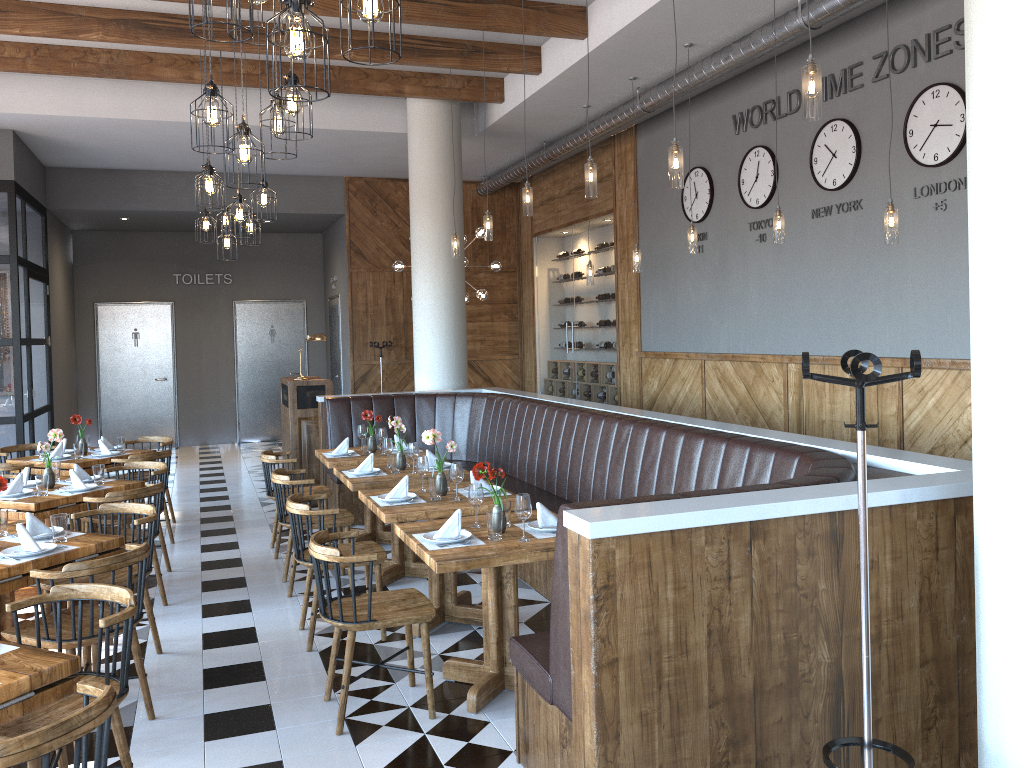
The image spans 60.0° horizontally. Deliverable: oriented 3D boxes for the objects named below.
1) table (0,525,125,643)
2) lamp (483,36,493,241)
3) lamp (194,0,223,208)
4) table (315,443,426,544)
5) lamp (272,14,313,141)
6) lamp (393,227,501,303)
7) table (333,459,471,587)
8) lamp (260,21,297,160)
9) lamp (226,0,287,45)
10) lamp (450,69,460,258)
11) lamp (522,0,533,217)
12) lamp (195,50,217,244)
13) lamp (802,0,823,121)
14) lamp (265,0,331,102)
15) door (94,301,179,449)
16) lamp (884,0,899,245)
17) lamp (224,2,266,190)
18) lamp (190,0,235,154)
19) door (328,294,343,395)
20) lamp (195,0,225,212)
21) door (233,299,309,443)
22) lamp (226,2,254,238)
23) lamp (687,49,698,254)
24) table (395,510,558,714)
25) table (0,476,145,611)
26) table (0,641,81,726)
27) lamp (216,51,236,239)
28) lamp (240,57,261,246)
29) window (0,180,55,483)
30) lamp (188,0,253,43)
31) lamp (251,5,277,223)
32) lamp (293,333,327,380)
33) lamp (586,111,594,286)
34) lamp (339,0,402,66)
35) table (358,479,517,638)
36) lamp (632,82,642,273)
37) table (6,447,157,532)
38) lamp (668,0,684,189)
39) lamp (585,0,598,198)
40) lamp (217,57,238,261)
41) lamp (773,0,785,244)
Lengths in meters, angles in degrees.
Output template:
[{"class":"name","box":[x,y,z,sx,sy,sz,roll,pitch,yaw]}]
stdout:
[{"class":"table","box":[-2.508,1.176,4.274,0.864,0.763,0.865,0,3,25]},{"class":"lamp","box":[-0.231,-2.234,7.729,0.078,1.962,0.078,-2,1,-34]},{"class":"lamp","box":[-2.178,-2.297,6.273,0.175,2.069,0.175,-2,1,-36]},{"class":"table","box":[-1.160,0.953,7.443,0.850,0.763,0.851,-2,2,-19]},{"class":"lamp","box":[-1.062,-2.204,4.177,0.175,2.069,0.175,-1,1,41]},{"class":"lamp","box":[-0.835,-1.889,11.422,1.186,2.190,1.162,-1,2,32]},{"class":"table","box":[-0.791,1.004,6.403,0.850,0.763,0.851,-2,2,-19]},{"class":"lamp","box":[-1.176,-2.155,4.351,0.175,2.069,0.175,-1,1,30]},{"class":"lamp","box":[-0.828,-2.128,2.775,0.175,2.069,0.175,-2,1,-2]},{"class":"lamp","box":[-0.581,-2.224,8.721,0.078,1.962,0.078,-1,1,12]},{"class":"lamp","box":[0.098,-2.273,6.797,0.078,1.962,0.078,-1,1,15]},{"class":"lamp","box":[-2.829,-2.331,8.105,0.175,2.069,0.175,-1,1,13]},{"class":"lamp","box":[1.218,-2.077,3.652,0.078,1.962,0.078,-2,1,-44]},{"class":"lamp","box":[-0.659,-1.892,2.614,0.175,2.069,0.175,-2,1,-2]},{"class":"door","box":[-6.056,-0.135,14.309,1.207,2.392,0.114,-2,1,-20]},{"class":"lamp","box":[2.225,-1.810,5.238,0.078,1.962,0.078,-1,1,21]},{"class":"lamp","box":[-1.287,-1.967,4.172,0.175,2.069,0.175,-1,1,41]},{"class":"lamp","box":[-1.370,-2.083,3.963,0.175,2.069,0.175,-1,1,8]},{"class":"door","box":[-2.831,-0.215,14.198,0.114,2.392,1.207,-2,1,-19]},{"class":"lamp","box":[-2.101,-2.231,6.079,0.175,2.069,0.175,-1,1,43]},{"class":"door","box":[-4.065,-0.230,15.017,1.207,2.392,0.114,-2,1,-20]},{"class":"lamp","box":[-1.944,-2.070,6.234,0.175,2.069,0.175,-2,1,-36]},{"class":"lamp","box":[1.474,-2.061,7.336,0.078,1.962,0.078,-1,1,15]},{"class":"table","box":[-0.056,1.106,4.336,0.850,0.763,0.851,-2,2,-19]},{"class":"table","box":[-3.131,1.089,6.026,0.864,0.763,0.865,0,3,25]},{"class":"table","box":[-1.906,1.259,2.579,0.864,0.763,0.865,0,3,25]},{"class":"lamp","box":[-2.699,-2.400,8.266,0.175,2.069,0.175,-1,1,24]},{"class":"lamp","box":[-2.399,-2.295,8.034,0.175,2.069,0.175,-2,1,-9]},{"class":"window","box":[-6.945,-0.427,10.213,2.729,3.546,2.187,-2,2,-20]},{"class":"lamp","box":[-0.875,-2.058,2.573,0.175,2.069,0.175,-2,1,-13]},{"class":"lamp","box":[-1.825,-2.215,6.417,0.175,2.069,0.175,-1,1,20]},{"class":"lamp","box":[-2.147,-0.156,9.387,0.445,0.756,0.170,-3,2,-44]},{"class":"lamp","box":[0.795,-2.012,9.260,0.078,1.962,0.078,-1,1,12]},{"class":"lamp","box":[-0.457,-2.034,2.694,0.175,2.069,0.175,-2,1,-35]},{"class":"table","box":[-0.426,1.055,5.376,0.850,0.763,0.851,-2,2,-19]},{"class":"lamp","box":[1.146,-2.022,8.269,0.078,1.962,0.078,-2,1,-34]},{"class":"table","box":[-3.760,1.002,7.798,0.864,0.763,0.865,0,3,25]},{"class":"lamp","box":[0.849,-2.022,4.698,0.078,1.962,0.078,-1,1,21]},{"class":"lamp","box":[0.487,-2.185,5.707,0.078,1.962,0.078,-2,1,-1]},{"class":"lamp","box":[-2.617,-2.159,8.051,0.175,2.069,0.175,-1,1,24]},{"class":"lamp","box":[1.863,-1.974,6.247,0.078,1.962,0.078,-2,1,-12]}]
